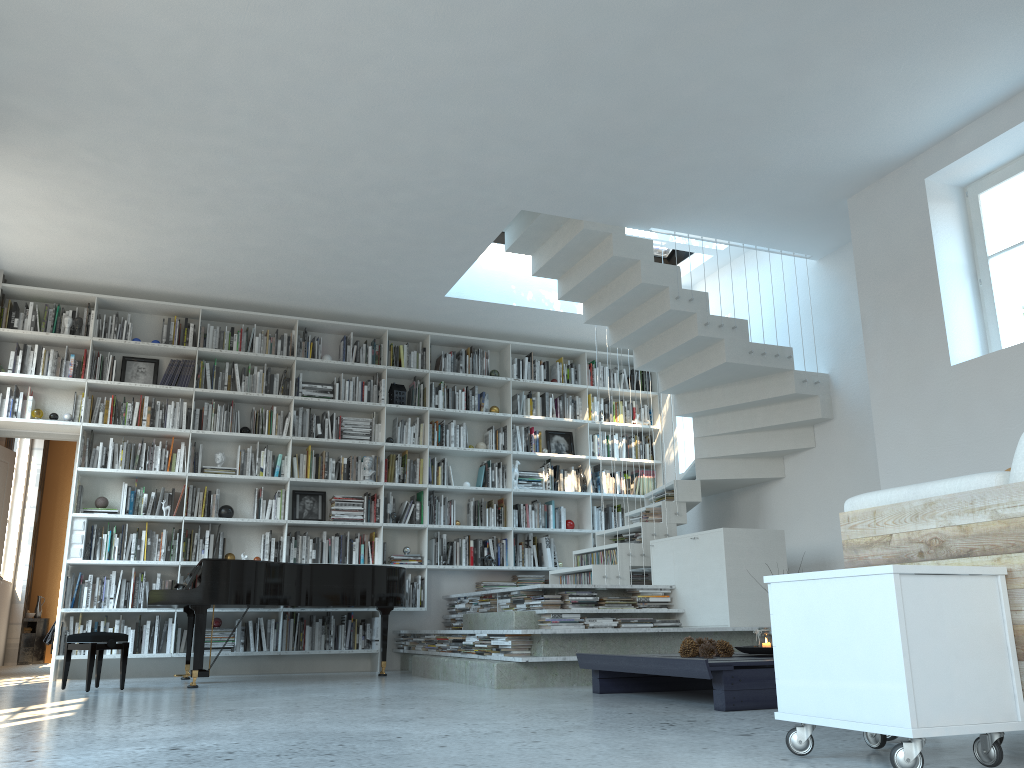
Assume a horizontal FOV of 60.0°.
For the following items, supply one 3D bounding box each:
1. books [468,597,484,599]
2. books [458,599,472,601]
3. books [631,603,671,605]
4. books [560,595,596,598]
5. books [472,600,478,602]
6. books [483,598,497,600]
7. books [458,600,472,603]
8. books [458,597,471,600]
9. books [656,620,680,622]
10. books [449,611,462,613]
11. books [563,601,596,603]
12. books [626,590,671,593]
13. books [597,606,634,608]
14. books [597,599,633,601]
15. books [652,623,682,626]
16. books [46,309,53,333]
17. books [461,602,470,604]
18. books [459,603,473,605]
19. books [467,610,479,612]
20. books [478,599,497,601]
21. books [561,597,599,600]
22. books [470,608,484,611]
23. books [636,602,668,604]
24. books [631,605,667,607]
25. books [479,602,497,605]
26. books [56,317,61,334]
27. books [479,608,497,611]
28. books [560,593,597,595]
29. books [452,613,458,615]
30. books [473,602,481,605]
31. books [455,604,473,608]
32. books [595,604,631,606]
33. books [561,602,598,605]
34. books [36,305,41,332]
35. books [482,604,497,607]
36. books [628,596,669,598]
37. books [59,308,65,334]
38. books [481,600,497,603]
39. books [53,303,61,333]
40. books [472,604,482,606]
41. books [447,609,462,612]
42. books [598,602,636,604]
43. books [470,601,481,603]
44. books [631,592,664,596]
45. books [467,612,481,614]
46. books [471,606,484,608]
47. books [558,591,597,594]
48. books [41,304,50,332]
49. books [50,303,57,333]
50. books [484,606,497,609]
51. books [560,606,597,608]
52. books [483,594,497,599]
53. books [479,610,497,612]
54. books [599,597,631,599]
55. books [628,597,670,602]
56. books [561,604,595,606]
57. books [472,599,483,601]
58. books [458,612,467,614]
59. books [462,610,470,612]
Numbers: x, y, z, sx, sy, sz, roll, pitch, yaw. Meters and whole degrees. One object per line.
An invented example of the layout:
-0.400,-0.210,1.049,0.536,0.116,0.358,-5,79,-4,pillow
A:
-0.255,1.851,7.666,0.165,0.015,0.243,7,-17,-26,books
-0.359,1.933,7.942,0.159,0.007,0.286,6,-17,-22,books
1.028,1.655,6.659,0.281,0.008,0.181,4,-16,-16,books
0.482,1.554,6.486,0.221,0.018,0.154,5,-16,-20,books
-0.243,1.877,7.664,0.160,0.010,0.180,5,-17,-21,books
-0.127,1.797,7.413,0.128,0.013,0.296,6,-17,-23,books
-0.360,1.945,7.938,0.163,0.018,0.290,6,-17,-22,books
-0.369,1.919,7.941,0.171,0.020,0.194,7,-17,-26,books
1.109,1.758,6.570,0.229,0.014,0.133,6,-17,-22,books
-0.468,2.104,8.176,0.163,0.017,0.233,5,-16,-19,books
0.485,1.590,6.470,0.210,0.012,0.168,5,-16,-20,books
1.027,1.567,6.682,0.286,0.013,0.181,7,-17,-26,books
0.741,1.655,6.571,0.294,0.014,0.134,6,-17,-24,books
0.745,1.600,6.572,0.246,0.013,0.173,6,-17,-22,books
1.113,1.778,6.556,0.234,0.017,0.152,5,-16,-20,books
-3.914,-0.493,7.517,0.030,0.257,0.130,5,-16,-21,books
-0.359,1.960,7.935,0.143,0.012,0.264,4,-16,-16,books
-0.365,1.968,7.930,0.171,0.007,0.207,5,-16,-19,books
-0.260,1.958,7.636,0.190,0.012,0.235,6,-17,-23,books
-0.151,1.805,7.400,0.187,0.009,0.261,6,-17,-22,books
0.491,1.564,6.459,0.230,0.015,0.190,4,-16,-16,books
-0.252,1.942,7.643,0.164,0.023,0.242,4,-16,-17,books
1.021,1.649,6.680,0.268,0.014,0.160,6,-17,-22,books
1.019,1.672,6.679,0.262,0.016,0.132,7,-17,-26,books
-0.147,1.829,7.395,0.179,0.017,0.293,5,-16,-20,books
-3.844,-0.456,7.521,0.024,0.187,0.160,5,-16,-21,books
-0.148,1.877,7.382,0.178,0.014,0.248,6,-17,-23,books
0.485,1.539,6.482,0.228,0.009,0.159,7,-17,-25,books
-0.455,2.121,8.177,0.134,0.014,0.181,6,-17,-24,books
-0.241,1.896,7.660,0.144,0.013,0.221,5,-16,-18,books
-0.375,1.985,7.921,0.189,0.030,0.238,6,-17,-24,books
0.747,1.637,6.561,0.215,0.015,0.177,5,-16,-20,books
0.489,1.599,6.457,0.215,0.013,0.189,6,-17,-22,books
-3.979,-0.511,7.458,0.057,0.262,0.191,5,-16,-21,books
-0.139,1.847,7.394,0.159,0.018,0.203,6,-17,-23,books
1.026,1.603,6.677,0.261,0.012,0.180,4,-16,-17,books
-3.830,-0.495,7.545,0.013,0.274,0.159,5,-16,-21,books
-0.145,1.815,7.400,0.161,0.012,0.255,4,-16,-17,books
-3.873,-0.517,7.537,0.029,0.313,0.129,5,-16,-21,books
-0.238,1.909,7.658,0.150,0.013,0.216,5,-17,-21,books
-0.477,2.087,8.177,0.175,0.017,0.266,5,-16,-18,books
0.752,1.619,6.551,0.273,0.014,0.188,7,-17,-26,books
-0.248,1.885,7.660,0.167,0.008,0.235,6,-17,-22,books
1.024,1.588,6.687,0.192,0.024,0.168,4,-16,-16,books
-0.255,1.970,7.634,0.183,0.012,0.297,6,-17,-22,books
-0.242,1.923,7.652,0.154,0.018,0.221,6,-17,-22,books
0.477,1.533,6.503,0.261,0.016,0.129,6,-17,-22,books
-3.940,-0.512,7.492,0.039,0.282,0.182,5,-16,-21,books
-3.889,-0.517,7.519,0.014,0.303,0.146,5,-16,-21,books
-0.128,1.864,7.394,0.138,0.017,0.238,6,-17,-22,books
0.482,1.628,6.467,0.227,0.012,0.149,6,-17,-23,books
-0.138,1.776,7.414,0.139,0.028,0.262,4,-16,-16,books
-0.154,1.889,7.377,0.182,0.011,0.254,4,-16,-17,books
0.748,1.587,6.569,0.203,0.011,0.173,7,-17,-26,books
1.024,1.625,6.678,0.284,0.030,0.177,5,-16,-20,books
0.480,1.617,6.475,0.207,0.012,0.132,7,-17,-25,books
-0.243,1.866,7.667,0.149,0.013,0.220,5,-16,-18,books
-0.363,2.045,7.910,0.173,0.016,0.233,6,-17,-22,books
-0.346,2.029,7.921,0.131,0.021,0.241,5,-16,-19,books
